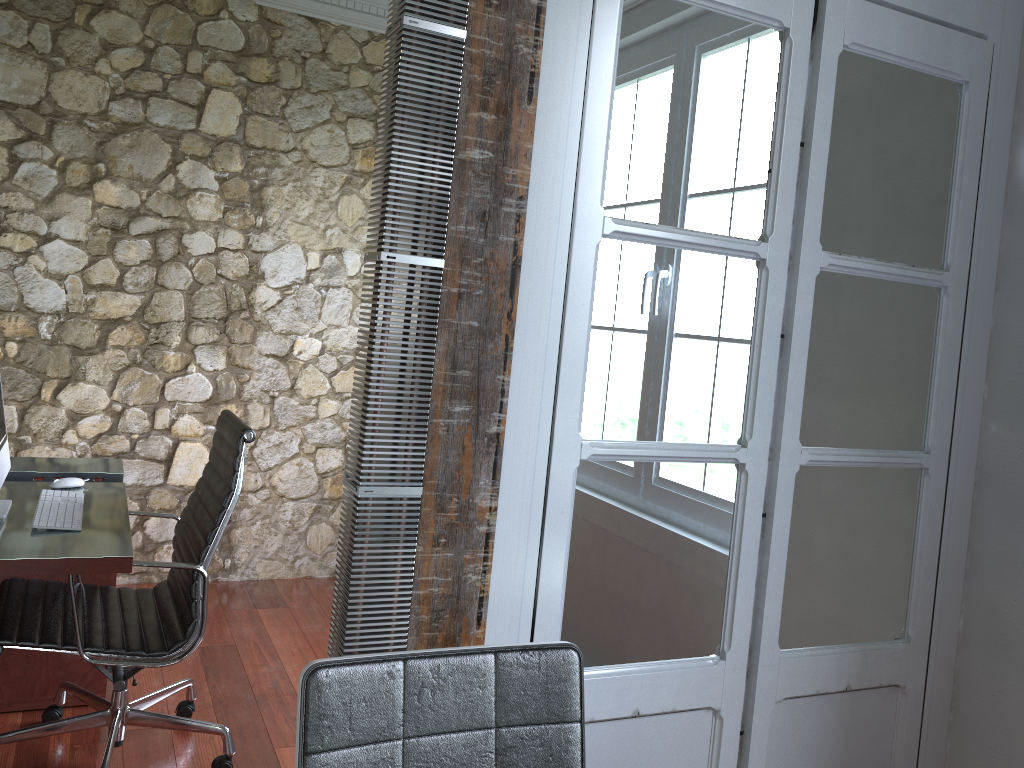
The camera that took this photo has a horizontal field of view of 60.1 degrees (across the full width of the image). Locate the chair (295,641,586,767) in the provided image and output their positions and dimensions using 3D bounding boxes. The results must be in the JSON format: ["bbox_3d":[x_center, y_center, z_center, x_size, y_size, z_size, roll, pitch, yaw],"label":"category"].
[{"bbox_3d":[-0.016,0.869,1.027,0.474,0.918,0.603,5,2,-25],"label":"chair"}]

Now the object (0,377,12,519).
[{"bbox_3d":[-1.470,0.107,2.435,0.189,0.484,0.485,5,3,-25],"label":"object"}]

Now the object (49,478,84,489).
[{"bbox_3d":[-1.412,0.313,2.809,0.059,0.028,0.106,8,5,33],"label":"object"}]

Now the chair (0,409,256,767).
[{"bbox_3d":[-1.121,0.599,2.539,0.698,1.022,0.667,5,2,-21],"label":"chair"}]

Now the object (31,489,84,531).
[{"bbox_3d":[-1.281,0.354,2.510,0.118,0.017,0.440,4,5,-25],"label":"object"}]

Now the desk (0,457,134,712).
[{"bbox_3d":[-2.366,0.642,2.233,2.502,0.727,1.305,4,4,-25],"label":"desk"}]

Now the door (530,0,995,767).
[{"bbox_3d":[0.545,0.224,1.913,1.158,2.179,0.041,5,1,-25],"label":"door"}]
